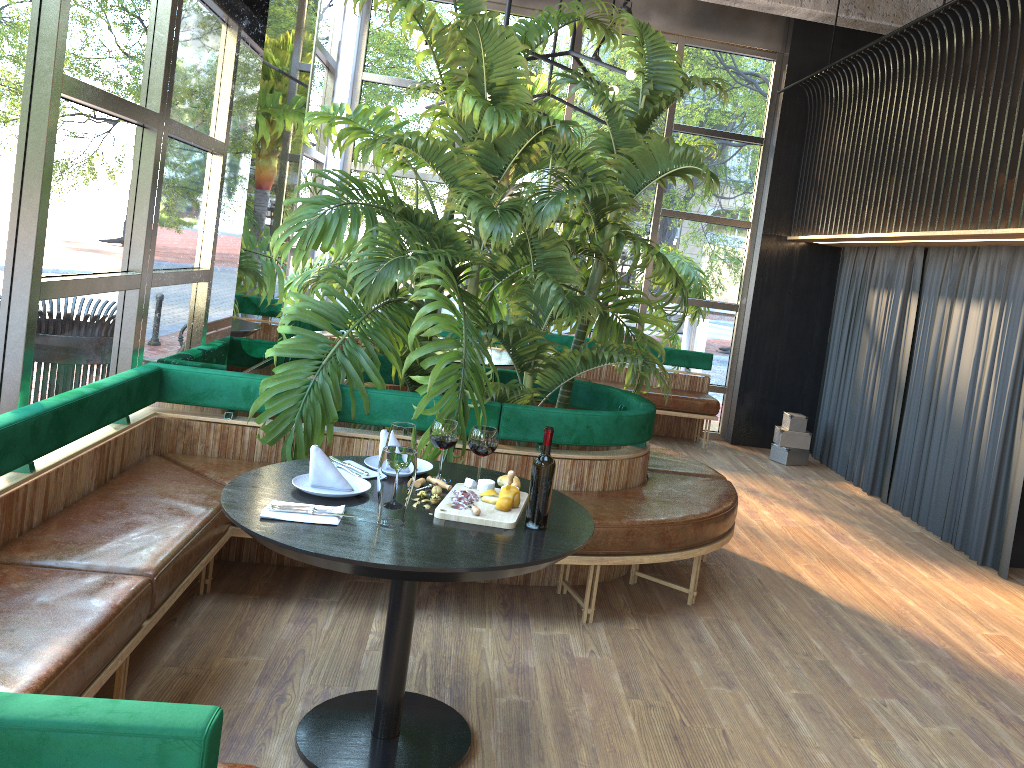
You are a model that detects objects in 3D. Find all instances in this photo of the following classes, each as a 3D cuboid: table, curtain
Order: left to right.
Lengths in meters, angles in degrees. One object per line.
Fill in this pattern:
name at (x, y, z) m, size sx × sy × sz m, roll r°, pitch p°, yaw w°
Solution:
table at (-0.343, 0.727, 2.721) m, size 1.148 × 0.745 × 1.061 m, roll 3°, pitch 8°, yaw -36°
table at (-0.486, 0.129, 6.625) m, size 1.138 × 0.745 × 1.071 m, roll 5°, pitch 7°, yaw -25°
curtain at (3.060, -0.083, 6.891) m, size 0.123 × 2.042 × 3.271 m, roll 7°, pitch 7°, yaw -3°

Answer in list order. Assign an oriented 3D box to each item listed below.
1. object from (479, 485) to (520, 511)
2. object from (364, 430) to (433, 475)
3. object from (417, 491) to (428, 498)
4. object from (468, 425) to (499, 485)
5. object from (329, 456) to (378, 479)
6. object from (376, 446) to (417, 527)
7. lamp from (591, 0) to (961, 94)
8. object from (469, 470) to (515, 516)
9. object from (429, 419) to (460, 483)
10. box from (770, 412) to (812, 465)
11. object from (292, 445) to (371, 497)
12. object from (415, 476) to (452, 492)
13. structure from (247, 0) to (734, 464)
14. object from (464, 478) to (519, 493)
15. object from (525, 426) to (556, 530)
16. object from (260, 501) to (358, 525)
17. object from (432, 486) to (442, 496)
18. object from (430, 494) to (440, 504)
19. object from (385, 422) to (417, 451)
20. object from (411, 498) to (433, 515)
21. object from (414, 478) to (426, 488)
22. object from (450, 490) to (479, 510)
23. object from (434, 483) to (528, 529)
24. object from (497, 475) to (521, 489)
object at (-0.034, 0.337, 2.736) m, size 0.099 × 0.064 × 0.164 m, roll 3°, pitch 9°, yaw -34°
object at (-0.382, 0.230, 3.044) m, size 0.240 × 0.138 × 0.228 m, roll 5°, pitch 7°, yaw -21°
object at (-0.277, 0.342, 2.758) m, size 0.033 × 0.019 × 0.038 m, roll 9°, pitch 7°, yaw 7°
object at (-0.103, 0.245, 2.956) m, size 0.105 × 0.199 × 0.100 m, roll 6°, pitch 4°, yaw -16°
object at (-0.557, 0.275, 2.949) m, size 0.165 × 0.019 × 0.246 m, roll 0°, pitch 12°, yaw -45°
object at (-0.323, 0.284, 2.459) m, size 0.102 × 0.208 × 0.110 m, roll 10°, pitch 5°, yaw 29°
lamp at (0.993, -2.446, 2.819) m, size 3.833 × 1.518 × 10.009 m, roll 7°, pitch 8°, yaw -6°
object at (-0.054, 0.318, 2.641) m, size 0.144 × 0.123 × 0.098 m, roll 5°, pitch 6°, yaw -25°
object at (-0.233, 0.224, 2.980) m, size 0.105 × 0.199 × 0.100 m, roll 6°, pitch 4°, yaw -16°
box at (2.539, 0.492, 8.048) m, size 0.339 × 0.439 × 0.276 m, roll 6°, pitch 5°, yaw -17°
object at (-0.541, 0.259, 2.700) m, size 0.240 × 0.138 × 0.228 m, roll 5°, pitch 7°, yaw -21°
object at (-0.244, 0.328, 2.854) m, size 0.098 × 0.028 × 0.130 m, roll 9°, pitch 8°, yaw 10°
structure at (-0.096, -0.872, 4.989) m, size 2.500 × 3.412 × 2.615 m, roll 6°, pitch 5°, yaw -20°
object at (-0.068, 0.331, 2.834) m, size 0.195 × 0.038 × 0.063 m, roll 12°, pitch 8°, yaw 28°
object at (0.090, 0.273, 2.613) m, size 0.067 × 0.297 × 0.070 m, roll 8°, pitch 3°, yaw 11°
object at (-0.550, 0.351, 2.447) m, size 0.258 × 0.019 × 0.157 m, roll 7°, pitch 8°, yaw -6°
object at (-0.236, 0.336, 2.792) m, size 0.033 × 0.032 × 0.037 m, roll 7°, pitch 6°, yaw -7°
object at (-0.234, 0.350, 2.702) m, size 0.032 × 0.031 × 0.040 m, roll 10°, pitch 7°, yaw 20°
object at (-0.335, 0.240, 2.624) m, size 0.095 × 0.243 × 0.090 m, roll 6°, pitch 4°, yaw -22°
object at (-0.270, 0.361, 2.658) m, size 0.063 × 0.013 × 0.147 m, roll 7°, pitch 8°, yaw -9°
object at (-0.298, 0.320, 2.874) m, size 0.024 × 0.025 × 0.047 m, roll 9°, pitch 7°, yaw 14°
object at (-0.140, 0.350, 2.724) m, size 0.102 × 0.013 × 0.222 m, roll 8°, pitch 8°, yaw 0°
object at (-0.086, 0.372, 2.737) m, size 0.238 × 0.019 × 0.358 m, roll 9°, pitch 8°, yaw 5°
object at (-0.014, 0.325, 2.938) m, size 0.059 × 0.071 × 0.209 m, roll 7°, pitch 8°, yaw -13°
